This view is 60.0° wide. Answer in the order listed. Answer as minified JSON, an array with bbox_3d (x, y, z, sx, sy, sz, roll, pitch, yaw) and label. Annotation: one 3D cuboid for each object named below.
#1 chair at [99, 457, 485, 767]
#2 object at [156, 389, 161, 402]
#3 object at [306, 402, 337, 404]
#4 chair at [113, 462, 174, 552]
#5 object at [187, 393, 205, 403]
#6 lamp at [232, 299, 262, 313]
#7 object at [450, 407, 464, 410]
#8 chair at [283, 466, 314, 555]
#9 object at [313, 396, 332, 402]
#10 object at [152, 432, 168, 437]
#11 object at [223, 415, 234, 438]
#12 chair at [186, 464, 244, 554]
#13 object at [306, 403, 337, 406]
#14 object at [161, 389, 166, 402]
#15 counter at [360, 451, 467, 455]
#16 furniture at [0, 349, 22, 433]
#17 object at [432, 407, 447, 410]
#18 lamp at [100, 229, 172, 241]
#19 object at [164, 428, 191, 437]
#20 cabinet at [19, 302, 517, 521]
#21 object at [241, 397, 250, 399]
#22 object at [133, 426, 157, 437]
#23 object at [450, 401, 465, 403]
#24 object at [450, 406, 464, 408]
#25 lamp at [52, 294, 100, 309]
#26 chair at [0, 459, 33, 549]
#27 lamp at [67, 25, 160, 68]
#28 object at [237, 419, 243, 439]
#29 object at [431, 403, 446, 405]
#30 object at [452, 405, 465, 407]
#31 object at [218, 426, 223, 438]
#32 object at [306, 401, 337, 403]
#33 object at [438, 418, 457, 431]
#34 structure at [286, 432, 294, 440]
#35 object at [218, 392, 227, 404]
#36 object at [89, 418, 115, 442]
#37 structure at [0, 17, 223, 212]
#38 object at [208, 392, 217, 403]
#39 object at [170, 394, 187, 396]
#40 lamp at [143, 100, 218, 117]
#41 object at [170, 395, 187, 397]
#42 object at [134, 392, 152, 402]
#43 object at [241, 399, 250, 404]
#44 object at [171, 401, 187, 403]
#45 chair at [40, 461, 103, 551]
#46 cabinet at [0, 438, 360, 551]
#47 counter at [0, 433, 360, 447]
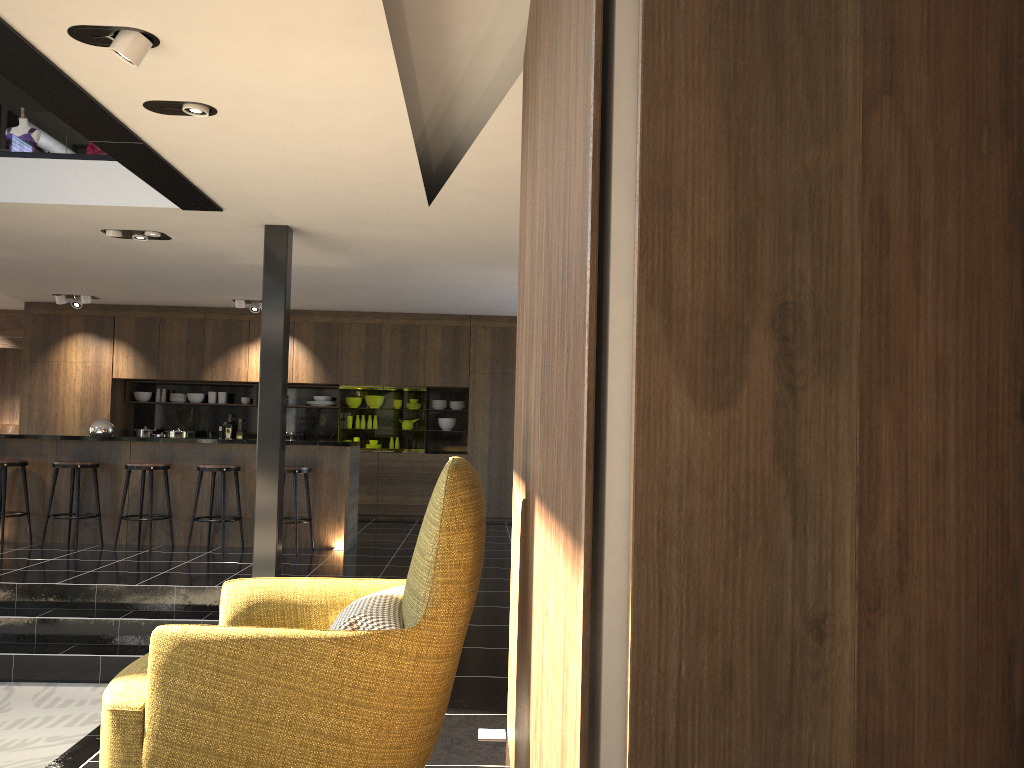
[{"bbox_3d":[-0.601,0.753,2.573,1.030,1.097,0.808,2,-3,-3],"label":"chair"},{"bbox_3d":[-4.798,0.156,12.028,0.060,0.185,0.060,0,-3,29],"label":"object"},{"bbox_3d":[-2.583,0.277,12.108,0.438,0.039,0.438,-1,-4,34],"label":"object"},{"bbox_3d":[-3.423,1.142,8.293,0.412,0.799,0.413,1,-2,7],"label":"chair"},{"bbox_3d":[-4.291,0.201,12.045,0.234,0.138,0.234,0,-3,18],"label":"object"},{"bbox_3d":[-3.173,-1.024,10.923,0.501,0.280,0.349,2,-3,-2],"label":"lamp"},{"bbox_3d":[-0.747,0.340,12.162,0.220,0.033,0.220,2,-3,-19],"label":"object"},{"bbox_3d":[-2.104,1.177,8.340,0.412,0.799,0.413,1,-2,7],"label":"chair"},{"bbox_3d":[-2.584,0.215,12.112,0.254,0.088,0.254,0,-3,23],"label":"object"},{"bbox_3d":[-4.657,0.714,11.797,0.210,0.143,0.195,4,-4,-44],"label":"object"},{"bbox_3d":[-3.886,0.643,12.127,0.133,0.451,0.116,1,-2,-2],"label":"object"},{"bbox_3d":[-2.763,1.160,8.317,0.412,0.799,0.413,1,-2,7],"label":"chair"},{"bbox_3d":[-2.583,0.289,12.107,0.438,0.039,0.438,-1,-4,34],"label":"object"},{"bbox_3d":[-4.723,0.158,12.031,0.060,0.185,0.060,3,-3,-33],"label":"object"},{"bbox_3d":[-2.895,0.884,11.911,4.591,0.005,0.863,2,-3,-2],"label":"counter"},{"bbox_3d":[-7.693,0.383,12.905,2.638,2.334,1.175,2,-2,-3],"label":"furniture"},{"bbox_3d":[-1.001,0.334,12.153,0.220,0.033,0.220,1,-3,8],"label":"object"},{"bbox_3d":[-3.034,-1.263,7.177,0.501,0.194,0.349,2,-3,-2],"label":"lamp"},{"bbox_3d":[-4.394,0.687,11.692,0.278,0.218,0.301,0,-3,31],"label":"object"},{"bbox_3d":[-2.886,0.398,11.925,6.892,2.689,0.870,2,-2,-2],"label":"cabinet"},{"bbox_3d":[-3.623,0.221,12.069,0.122,0.072,0.122,0,-3,23],"label":"object"},{"bbox_3d":[-4.915,0.674,11.881,0.255,0.217,0.236,4,-4,-44],"label":"object"},{"bbox_3d":[-0.745,0.259,12.165,0.220,0.033,0.220,2,-3,-19],"label":"object"},{"bbox_3d":[-0.747,0.327,12.162,0.220,0.033,0.220,2,-3,-19],"label":"object"},{"bbox_3d":[-5.330,-1.074,10.845,0.501,0.294,0.349,2,-3,-2],"label":"lamp"},{"bbox_3d":[-4.742,1.107,8.246,0.412,0.799,0.413,1,-2,7],"label":"chair"},{"bbox_3d":[-1.568,-1.380,3.496,0.346,0.247,0.195,2,-3,-2],"label":"lamp"},{"bbox_3d":[-3.728,0.675,12.139,0.077,0.394,0.077,-1,-3,40],"label":"object"},{"bbox_3d":[-1.000,0.286,12.155,0.220,0.033,0.220,1,-3,8],"label":"object"},{"bbox_3d":[-0.746,0.316,12.163,0.220,0.033,0.220,2,-3,-19],"label":"object"},{"bbox_3d":[-3.988,0.722,12.116,0.057,0.287,0.058,1,-2,11],"label":"object"},{"bbox_3d":[-2.583,0.262,12.108,0.438,0.039,0.438,-1,-4,34],"label":"object"},{"bbox_3d":[-0.887,0.557,12.158,0.264,0.170,0.264,3,-3,-27],"label":"object"},{"bbox_3d":[-3.033,0.755,11.771,0.242,0.231,0.174,2,-3,-2],"label":"structure"},{"bbox_3d":[-3.933,0.192,12.035,0.109,0.161,0.109,1,-3,10],"label":"object"},{"bbox_3d":[-3.957,0.446,8.561,0.227,0.228,0.227,4,-4,-41],"label":"object"},{"bbox_3d":[-3.369,-0.252,2.508,3.447,4.865,7.284,2,-3,-3],"label":"structure"},{"bbox_3d":[-4.067,0.188,12.031,0.109,0.161,0.109,2,-3,-20],"label":"object"},{"bbox_3d":[-4.523,0.164,12.029,0.220,0.033,0.220,2,-3,-5],"label":"object"},{"bbox_3d":[-1.595,-1.383,4.273,0.346,0.158,0.195,2,-3,-2],"label":"lamp"},{"bbox_3d":[-4.524,0.177,12.029,0.220,0.033,0.220,2,-3,-5],"label":"object"},{"bbox_3d":[-5.005,0.180,12.020,0.234,0.138,0.234,1,-3,1],"label":"object"},{"bbox_3d":[-3.623,0.246,12.068,0.122,0.072,0.122,0,-3,23],"label":"object"},{"bbox_3d":[-4.525,0.245,12.026,0.220,0.033,0.220,2,-3,-5],"label":"object"},{"bbox_3d":[-4.082,1.125,8.269,0.412,0.799,0.413,1,-2,7],"label":"chair"},{"bbox_3d":[-3.353,1.068,8.744,3.564,0.993,0.698,2,-3,-2],"label":"cabinet"},{"bbox_3d":[-3.342,0.550,8.765,3.573,0.041,0.698,2,-3,-2],"label":"counter"}]
